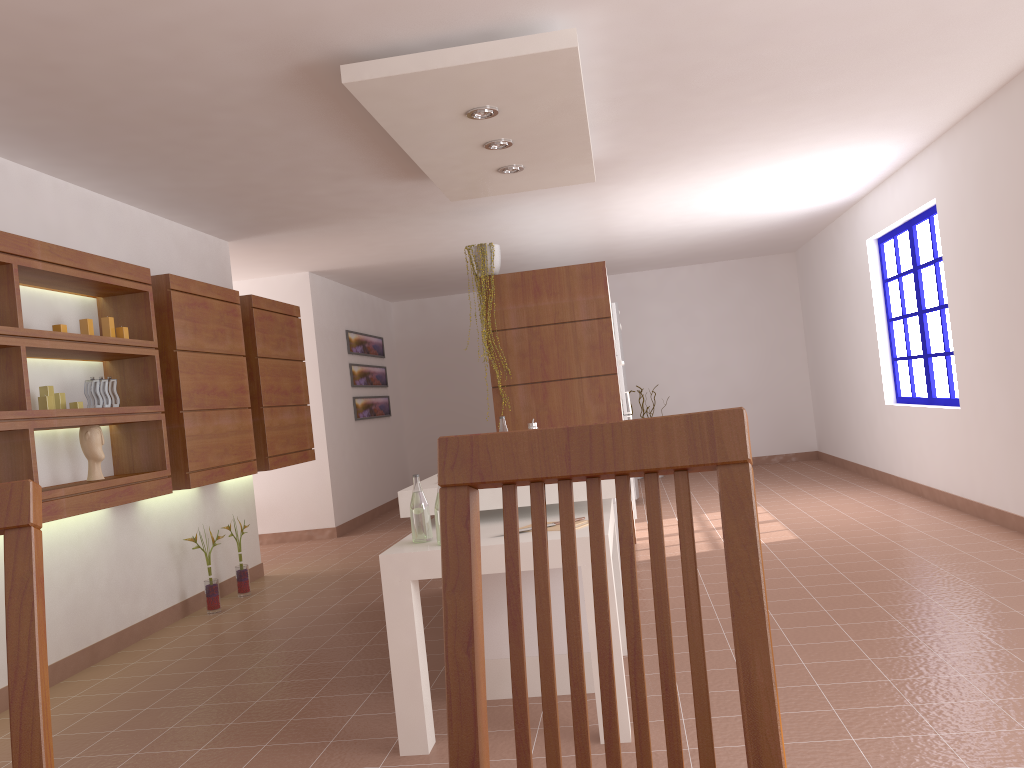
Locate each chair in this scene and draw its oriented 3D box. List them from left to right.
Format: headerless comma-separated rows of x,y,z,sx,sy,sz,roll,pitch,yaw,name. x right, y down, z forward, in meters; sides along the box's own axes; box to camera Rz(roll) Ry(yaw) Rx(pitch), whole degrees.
-0.624,0.648,0.779,0.444,1.063,0.574,-6,-1,-12,chair
0.063,0.572,0.693,0.444,1.063,0.574,-7,-1,17,chair

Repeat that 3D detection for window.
3.148,-0.550,6.809,0.035,1.430,1.699,-6,-1,7,window

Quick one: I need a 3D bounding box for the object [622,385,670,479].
1.628,0.560,10.514,0.655,1.112,0.284,-7,-1,26,object

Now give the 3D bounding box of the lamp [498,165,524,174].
-0.007,-1.197,4.875,0.143,0.059,0.143,-7,-1,35,lamp

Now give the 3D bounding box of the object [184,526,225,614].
-1.852,1.128,5.422,0.087,0.546,0.296,-7,-1,23,object

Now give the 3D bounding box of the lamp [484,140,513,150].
-0.069,-1.200,4.380,0.143,0.059,0.143,-7,-1,35,lamp

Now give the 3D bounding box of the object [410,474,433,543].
-0.317,0.425,3.040,0.071,0.230,0.071,-6,-1,-12,object

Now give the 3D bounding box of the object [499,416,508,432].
-0.027,0.243,3.520,0.071,0.230,0.071,-6,-1,-12,object

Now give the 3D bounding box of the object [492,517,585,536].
0.094,0.487,3.026,0.375,0.008,0.041,-6,-1,-26,object

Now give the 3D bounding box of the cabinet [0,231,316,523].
-2.252,0.022,4.597,0.754,1.200,4.718,-6,-1,7,cabinet

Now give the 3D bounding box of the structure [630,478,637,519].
0.954,0.733,7.026,0.058,0.592,0.596,-6,-1,7,structure

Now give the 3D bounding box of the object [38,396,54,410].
-2.089,0.091,3.974,0.044,0.070,0.044,-6,-1,7,object

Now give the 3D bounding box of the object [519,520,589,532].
0.148,0.488,3.047,0.266,0.006,0.168,-7,-1,24,object

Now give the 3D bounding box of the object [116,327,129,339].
-1.984,-0.253,4.517,0.044,0.070,0.044,-6,-1,7,object

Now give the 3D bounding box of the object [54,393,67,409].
-2.126,0.088,4.162,0.044,0.090,0.044,-6,-1,7,object

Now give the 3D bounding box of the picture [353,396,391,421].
-1.549,0.261,9.909,0.015,0.248,1.408,-6,-1,7,picture

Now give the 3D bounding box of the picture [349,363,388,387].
-1.587,-0.087,9.915,0.015,0.248,1.408,-6,-1,7,picture

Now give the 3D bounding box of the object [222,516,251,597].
-1.798,1.131,5.864,0.087,0.546,0.296,-6,-1,7,object

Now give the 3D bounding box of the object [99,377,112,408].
-2.044,0.047,4.420,0.054,0.165,0.065,-7,-1,23,object

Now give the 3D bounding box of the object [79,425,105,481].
-2.032,0.325,4.290,0.100,0.284,0.100,-7,-1,37,object

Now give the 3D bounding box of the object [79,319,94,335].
-2.028,-0.268,4.230,0.044,0.099,0.044,-6,-1,7,object

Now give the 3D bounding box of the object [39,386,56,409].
-2.117,0.070,4.042,0.044,0.120,0.044,-6,-1,7,object

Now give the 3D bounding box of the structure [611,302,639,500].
1.089,0.150,8.504,0.089,1.862,0.604,-6,-1,7,structure

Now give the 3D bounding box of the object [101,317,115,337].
-2.029,-0.274,4.458,0.044,0.120,0.044,-6,-1,7,object

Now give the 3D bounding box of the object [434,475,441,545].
-0.223,0.413,2.930,0.071,0.230,0.071,-6,-1,-12,object

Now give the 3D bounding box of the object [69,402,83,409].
-2.052,0.106,4.177,0.044,0.040,0.044,-6,-1,7,object

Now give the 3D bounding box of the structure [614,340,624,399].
0.867,-0.112,7.039,0.056,0.454,0.614,-6,-1,7,structure

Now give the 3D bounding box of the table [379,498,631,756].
0.033,0.833,3.295,0.737,0.647,1.003,-6,-1,7,table

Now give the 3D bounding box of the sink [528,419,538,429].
0.158,0.362,4.768,0.404,0.368,0.668,-6,-1,7,sink

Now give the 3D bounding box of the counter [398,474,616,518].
0.152,0.763,4.342,0.821,0.800,2.156,-6,-1,7,counter

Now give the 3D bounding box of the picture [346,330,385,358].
-1.624,-0.435,9.922,0.015,0.248,1.408,-6,-1,7,picture

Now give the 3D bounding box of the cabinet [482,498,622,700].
0.154,0.812,4.285,0.737,0.700,2.048,-6,-1,7,cabinet

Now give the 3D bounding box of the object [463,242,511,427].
-0.159,-0.336,6.377,0.297,1.344,0.279,-6,-1,-34,object

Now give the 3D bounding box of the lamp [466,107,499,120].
-0.131,-1.203,3.878,0.143,0.059,0.143,-6,-1,-10,lamp

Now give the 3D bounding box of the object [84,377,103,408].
-2.064,0.048,4.371,0.054,0.165,0.065,-7,-1,23,object

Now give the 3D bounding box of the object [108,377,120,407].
-2.023,0.045,4.468,0.054,0.165,0.065,-7,-1,23,object

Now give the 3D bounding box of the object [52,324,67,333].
-2.022,-0.248,3.965,0.044,0.049,0.044,-6,-1,7,object
